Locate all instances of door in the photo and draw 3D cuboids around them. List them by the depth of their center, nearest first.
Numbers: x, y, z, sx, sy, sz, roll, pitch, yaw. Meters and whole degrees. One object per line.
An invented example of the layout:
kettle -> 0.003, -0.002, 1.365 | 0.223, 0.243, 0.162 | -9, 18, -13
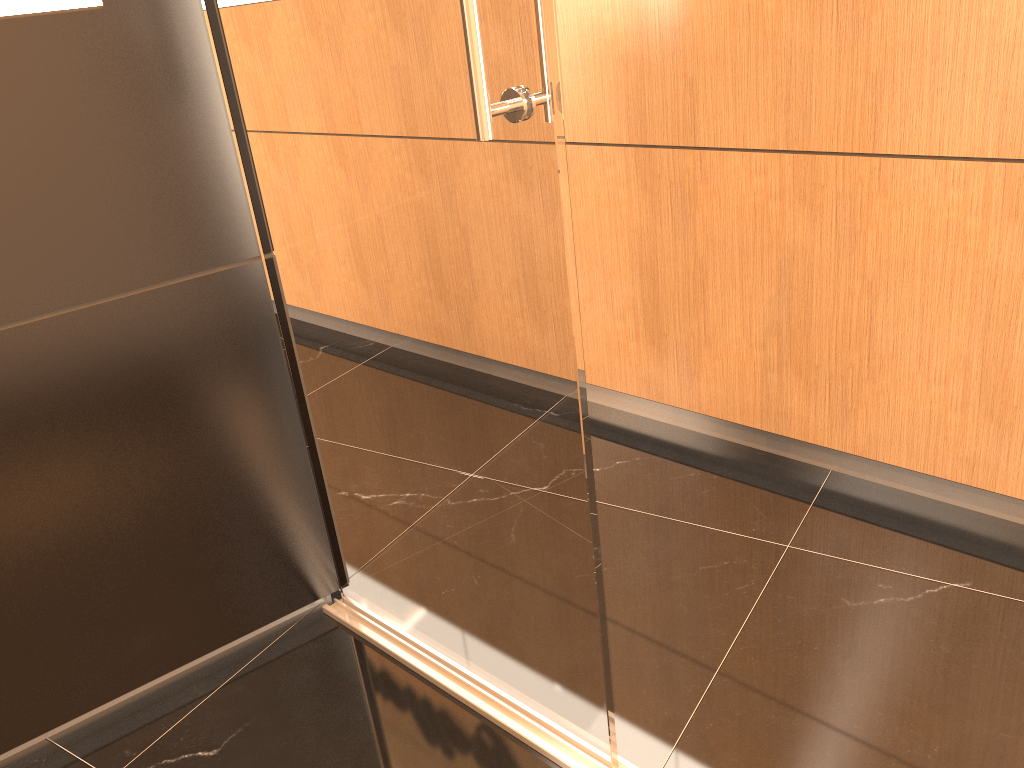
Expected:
door -> 0.311, -0.671, 0.823 | 2.473, 3.285, 0.098 | 16, 33, 41
